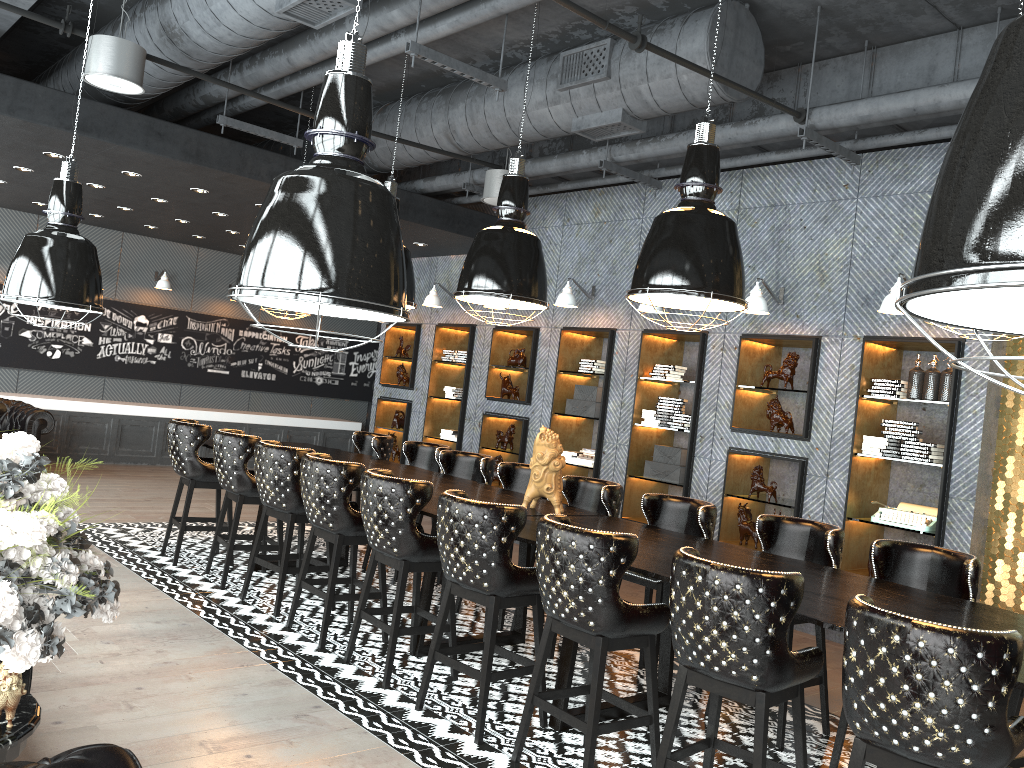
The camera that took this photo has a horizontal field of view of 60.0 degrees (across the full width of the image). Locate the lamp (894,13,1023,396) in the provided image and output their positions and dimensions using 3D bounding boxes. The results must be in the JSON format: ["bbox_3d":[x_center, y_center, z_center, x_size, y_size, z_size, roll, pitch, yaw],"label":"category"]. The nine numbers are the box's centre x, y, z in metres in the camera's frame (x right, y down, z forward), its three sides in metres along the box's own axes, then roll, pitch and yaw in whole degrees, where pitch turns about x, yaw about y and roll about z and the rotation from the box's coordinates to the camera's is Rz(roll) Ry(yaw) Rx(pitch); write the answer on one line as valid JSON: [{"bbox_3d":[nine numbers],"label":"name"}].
[{"bbox_3d":[0.675,-1.042,0.828,0.391,2.154,0.391,7,-1,4],"label":"lamp"}]

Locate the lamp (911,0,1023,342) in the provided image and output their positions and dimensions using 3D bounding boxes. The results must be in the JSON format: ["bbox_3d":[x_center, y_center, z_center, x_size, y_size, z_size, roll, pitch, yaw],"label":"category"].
[{"bbox_3d":[1.966,-1.320,3.456,0.621,2.303,0.621,7,-1,4],"label":"lamp"}]

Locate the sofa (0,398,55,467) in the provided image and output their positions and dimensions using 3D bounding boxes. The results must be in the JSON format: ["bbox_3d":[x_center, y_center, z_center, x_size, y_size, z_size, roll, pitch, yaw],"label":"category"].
[{"bbox_3d":[-6.711,0.520,10.009,2.564,0.838,1.240,7,-1,-42],"label":"sofa"}]

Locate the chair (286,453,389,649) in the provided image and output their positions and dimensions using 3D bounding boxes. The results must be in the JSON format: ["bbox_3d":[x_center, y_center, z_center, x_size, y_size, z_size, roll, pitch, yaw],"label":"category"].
[{"bbox_3d":[-1.068,0.999,5.461,0.568,1.092,0.504,7,-1,-39],"label":"chair"}]

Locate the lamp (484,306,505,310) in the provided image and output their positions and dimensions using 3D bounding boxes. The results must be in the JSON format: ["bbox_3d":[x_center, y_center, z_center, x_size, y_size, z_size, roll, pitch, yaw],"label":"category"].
[{"bbox_3d":[-0.063,-0.954,9.691,0.489,0.287,0.244,7,-1,-25],"label":"lamp"}]

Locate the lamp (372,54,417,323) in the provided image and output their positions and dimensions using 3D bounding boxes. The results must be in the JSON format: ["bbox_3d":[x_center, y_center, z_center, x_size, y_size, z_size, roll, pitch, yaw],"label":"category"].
[{"bbox_3d":[-0.912,-1.621,6.747,0.621,2.303,0.621,7,-1,4],"label":"lamp"}]

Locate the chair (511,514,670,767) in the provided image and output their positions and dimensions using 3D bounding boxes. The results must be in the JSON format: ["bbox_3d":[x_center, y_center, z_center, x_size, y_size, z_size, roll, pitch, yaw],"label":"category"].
[{"bbox_3d":[0.334,1.146,3.843,0.568,1.092,0.504,7,-1,-38],"label":"chair"}]

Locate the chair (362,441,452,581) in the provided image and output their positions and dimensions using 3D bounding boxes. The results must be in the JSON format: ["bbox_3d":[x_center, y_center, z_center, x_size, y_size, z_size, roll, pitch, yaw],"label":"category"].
[{"bbox_3d":[-0.847,1.046,7.511,0.568,1.092,0.504,8,-1,-45],"label":"chair"}]

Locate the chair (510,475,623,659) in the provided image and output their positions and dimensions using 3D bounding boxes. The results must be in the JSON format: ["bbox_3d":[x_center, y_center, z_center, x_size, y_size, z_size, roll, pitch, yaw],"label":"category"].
[{"bbox_3d":[0.395,1.174,5.851,0.568,1.092,0.504,7,-1,-33],"label":"chair"}]

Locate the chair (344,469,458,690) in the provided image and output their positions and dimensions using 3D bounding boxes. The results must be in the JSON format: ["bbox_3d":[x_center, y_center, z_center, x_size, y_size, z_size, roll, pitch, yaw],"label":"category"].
[{"bbox_3d":[-0.609,1.047,4.920,0.568,1.092,0.504,7,-1,-37],"label":"chair"}]

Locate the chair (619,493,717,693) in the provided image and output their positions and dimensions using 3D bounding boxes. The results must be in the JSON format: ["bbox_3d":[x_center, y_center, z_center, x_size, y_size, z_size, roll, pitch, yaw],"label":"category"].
[{"bbox_3d":[0.880,1.224,5.265,0.568,1.092,0.504,8,-1,-40],"label":"chair"}]

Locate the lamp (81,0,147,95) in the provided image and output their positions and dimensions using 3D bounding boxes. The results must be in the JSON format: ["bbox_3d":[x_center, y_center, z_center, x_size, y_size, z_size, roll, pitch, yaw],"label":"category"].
[{"bbox_3d":[-2.525,-2.452,5.759,0.380,1.046,0.381,6,-1,17],"label":"lamp"}]

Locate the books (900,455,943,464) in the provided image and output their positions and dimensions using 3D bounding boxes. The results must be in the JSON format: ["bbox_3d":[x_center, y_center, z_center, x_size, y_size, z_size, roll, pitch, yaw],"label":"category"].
[{"bbox_3d":[3.038,0.558,6.564,0.193,0.028,0.245,7,-1,-40],"label":"books"}]

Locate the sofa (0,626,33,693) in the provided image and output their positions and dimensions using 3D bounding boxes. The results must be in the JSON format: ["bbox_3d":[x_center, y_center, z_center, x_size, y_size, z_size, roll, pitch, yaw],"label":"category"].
[{"bbox_3d":[-2.670,0.920,3.097,1.238,0.838,2.567,7,-1,-42],"label":"sofa"}]

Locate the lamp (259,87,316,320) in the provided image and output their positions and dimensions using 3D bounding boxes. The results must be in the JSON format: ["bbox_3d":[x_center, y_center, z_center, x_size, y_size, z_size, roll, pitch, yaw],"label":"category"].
[{"bbox_3d":[-1.871,-1.722,7.845,0.621,2.303,0.621,7,-1,4],"label":"lamp"}]

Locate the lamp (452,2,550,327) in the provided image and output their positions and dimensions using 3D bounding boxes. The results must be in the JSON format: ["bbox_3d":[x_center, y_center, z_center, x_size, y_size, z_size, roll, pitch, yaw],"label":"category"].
[{"bbox_3d":[0.048,-1.521,5.650,0.621,2.303,0.621,7,-1,4],"label":"lamp"}]

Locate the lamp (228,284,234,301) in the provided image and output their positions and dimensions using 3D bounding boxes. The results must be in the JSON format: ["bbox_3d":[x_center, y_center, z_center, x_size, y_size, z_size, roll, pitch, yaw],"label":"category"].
[{"bbox_3d":[-4.274,-1.431,13.836,0.243,0.287,0.490,7,-1,-25],"label":"lamp"}]

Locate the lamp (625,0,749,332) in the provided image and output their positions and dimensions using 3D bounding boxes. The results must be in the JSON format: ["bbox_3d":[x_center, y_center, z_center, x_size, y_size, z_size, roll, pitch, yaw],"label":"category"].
[{"bbox_3d":[1.007,-1.420,4.553,0.621,2.303,0.621,7,-1,4],"label":"lamp"}]

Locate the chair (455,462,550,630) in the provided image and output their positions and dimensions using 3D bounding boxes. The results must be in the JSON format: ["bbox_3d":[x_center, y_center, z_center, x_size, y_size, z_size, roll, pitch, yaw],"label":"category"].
[{"bbox_3d":[-0.004,1.133,6.404,0.504,1.092,0.568,6,-1,44],"label":"chair"}]

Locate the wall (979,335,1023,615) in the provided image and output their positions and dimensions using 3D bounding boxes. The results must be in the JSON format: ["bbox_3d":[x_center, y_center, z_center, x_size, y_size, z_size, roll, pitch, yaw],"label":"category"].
[{"bbox_3d":[4.217,-0.003,5.521,0.024,4.383,2.446,8,-1,-41],"label":"wall"}]

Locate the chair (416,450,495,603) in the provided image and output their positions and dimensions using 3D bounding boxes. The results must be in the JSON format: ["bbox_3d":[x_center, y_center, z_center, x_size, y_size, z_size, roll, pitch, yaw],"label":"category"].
[{"bbox_3d":[-0.467,1.084,6.933,0.504,1.092,0.568,6,-1,39],"label":"chair"}]

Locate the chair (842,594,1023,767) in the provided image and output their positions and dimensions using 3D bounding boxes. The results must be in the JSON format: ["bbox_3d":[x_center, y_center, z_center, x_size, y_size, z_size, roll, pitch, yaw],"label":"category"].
[{"bbox_3d":[1.272,1.244,2.761,0.504,1.092,0.568,6,-1,41],"label":"chair"}]

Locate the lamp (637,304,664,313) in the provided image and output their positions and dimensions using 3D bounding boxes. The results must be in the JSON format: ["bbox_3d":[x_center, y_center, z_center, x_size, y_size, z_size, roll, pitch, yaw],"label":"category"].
[{"bbox_3d":[1.372,-0.785,8.047,0.489,0.287,0.244,7,-1,-25],"label":"lamp"}]

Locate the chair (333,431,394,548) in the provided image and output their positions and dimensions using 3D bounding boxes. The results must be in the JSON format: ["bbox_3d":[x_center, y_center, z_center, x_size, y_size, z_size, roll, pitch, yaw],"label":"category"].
[{"bbox_3d":[-1.413,0.985,8.001,0.568,1.092,0.504,7,-1,-33],"label":"chair"}]

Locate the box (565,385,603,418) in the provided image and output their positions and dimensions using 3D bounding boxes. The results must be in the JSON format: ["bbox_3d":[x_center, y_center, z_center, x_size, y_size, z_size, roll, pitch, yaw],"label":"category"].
[{"bbox_3d":[0.780,0.177,9.163,0.298,0.316,0.419,7,-1,-41],"label":"box"}]

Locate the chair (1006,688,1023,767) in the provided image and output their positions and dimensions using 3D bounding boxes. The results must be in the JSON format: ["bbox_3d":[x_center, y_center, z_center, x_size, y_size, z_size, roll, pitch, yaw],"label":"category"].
[{"bbox_3d":[2.371,1.382,3.697,0.568,1.092,0.504,7,-1,-32],"label":"chair"}]

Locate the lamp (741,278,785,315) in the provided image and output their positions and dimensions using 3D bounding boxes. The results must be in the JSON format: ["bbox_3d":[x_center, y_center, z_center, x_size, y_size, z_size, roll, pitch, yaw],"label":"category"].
[{"bbox_3d":[2.087,-0.708,7.229,0.489,0.287,0.244,7,-1,-25],"label":"lamp"}]

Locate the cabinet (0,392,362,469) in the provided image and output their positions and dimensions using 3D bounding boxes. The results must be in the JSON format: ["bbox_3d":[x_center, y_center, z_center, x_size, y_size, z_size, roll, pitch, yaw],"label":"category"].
[{"bbox_3d":[-4.151,0.830,10.310,8.414,0.827,6.314,7,-1,-41],"label":"cabinet"}]

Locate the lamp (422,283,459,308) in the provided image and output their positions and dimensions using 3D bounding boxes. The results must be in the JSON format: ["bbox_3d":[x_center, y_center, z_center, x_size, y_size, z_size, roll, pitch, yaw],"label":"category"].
[{"bbox_3d":[-0.819,-1.051,10.558,0.489,0.287,0.244,7,-1,-25],"label":"lamp"}]

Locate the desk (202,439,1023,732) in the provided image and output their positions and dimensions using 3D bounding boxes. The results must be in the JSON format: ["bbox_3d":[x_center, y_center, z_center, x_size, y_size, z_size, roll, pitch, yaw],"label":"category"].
[{"bbox_3d":[0.089,1.225,5.144,1.432,0.927,7.598,7,-1,-41],"label":"desk"}]

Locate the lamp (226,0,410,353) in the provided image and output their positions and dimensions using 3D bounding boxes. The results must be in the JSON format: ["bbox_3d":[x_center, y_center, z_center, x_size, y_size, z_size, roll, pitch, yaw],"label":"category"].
[{"bbox_3d":[-0.301,-1.149,1.945,0.391,2.161,0.391,7,-1,4],"label":"lamp"}]

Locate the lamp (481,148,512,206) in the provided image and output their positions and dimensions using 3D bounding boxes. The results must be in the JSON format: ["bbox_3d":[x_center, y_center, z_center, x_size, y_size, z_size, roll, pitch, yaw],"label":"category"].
[{"bbox_3d":[-0.033,-2.139,7.965,0.380,1.046,0.382,7,-1,-15],"label":"lamp"}]

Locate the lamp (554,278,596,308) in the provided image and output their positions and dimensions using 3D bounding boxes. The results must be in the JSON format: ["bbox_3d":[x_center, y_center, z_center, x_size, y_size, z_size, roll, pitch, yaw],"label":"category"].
[{"bbox_3d":[0.661,-0.904,8.867,0.489,0.287,0.244,7,-1,-25],"label":"lamp"}]

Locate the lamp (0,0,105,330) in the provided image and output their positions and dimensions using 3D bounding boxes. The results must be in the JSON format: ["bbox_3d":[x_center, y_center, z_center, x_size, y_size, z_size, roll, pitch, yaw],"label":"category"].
[{"bbox_3d":[-1.731,-1.298,3.581,0.391,2.161,0.391,7,-1,4],"label":"lamp"}]

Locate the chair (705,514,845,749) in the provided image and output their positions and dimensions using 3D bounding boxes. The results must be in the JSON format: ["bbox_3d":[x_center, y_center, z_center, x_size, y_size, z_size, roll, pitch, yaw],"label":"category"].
[{"bbox_3d":[1.458,1.287,4.801,0.568,1.092,0.504,8,-1,-40],"label":"chair"}]

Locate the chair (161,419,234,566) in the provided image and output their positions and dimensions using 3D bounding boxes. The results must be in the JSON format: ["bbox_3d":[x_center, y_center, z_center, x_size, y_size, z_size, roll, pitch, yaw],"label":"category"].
[{"bbox_3d":[-2.498,0.849,7.054,0.568,1.092,0.504,7,-1,-32],"label":"chair"}]

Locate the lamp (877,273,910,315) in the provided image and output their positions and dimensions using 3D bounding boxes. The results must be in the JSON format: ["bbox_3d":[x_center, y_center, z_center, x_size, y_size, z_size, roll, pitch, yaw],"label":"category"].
[{"bbox_3d":[2.852,-0.638,6.355,0.489,0.287,0.244,7,-1,-25],"label":"lamp"}]

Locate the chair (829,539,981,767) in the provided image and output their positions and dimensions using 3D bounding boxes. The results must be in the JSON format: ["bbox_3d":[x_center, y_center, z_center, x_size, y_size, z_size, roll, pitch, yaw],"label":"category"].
[{"bbox_3d":[1.894,1.332,4.233,0.504,1.092,0.568,6,-1,41],"label":"chair"}]

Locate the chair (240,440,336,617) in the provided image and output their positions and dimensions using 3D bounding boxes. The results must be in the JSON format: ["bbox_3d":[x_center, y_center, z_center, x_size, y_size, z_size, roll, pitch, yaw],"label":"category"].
[{"bbox_3d":[-1.508,0.953,6.009,0.568,1.092,0.504,8,-1,-45],"label":"chair"}]

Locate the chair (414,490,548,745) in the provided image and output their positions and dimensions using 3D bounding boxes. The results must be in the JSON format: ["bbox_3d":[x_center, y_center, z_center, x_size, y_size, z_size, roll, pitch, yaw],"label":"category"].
[{"bbox_3d":[-0.137,1.096,4.342,0.568,1.092,0.504,8,-1,-44],"label":"chair"}]

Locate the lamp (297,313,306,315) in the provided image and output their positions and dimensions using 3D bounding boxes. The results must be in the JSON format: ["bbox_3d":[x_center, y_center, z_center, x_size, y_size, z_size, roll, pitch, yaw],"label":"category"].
[{"bbox_3d":[-3.443,-1.289,14.574,0.243,0.287,0.490,7,-1,-25],"label":"lamp"}]

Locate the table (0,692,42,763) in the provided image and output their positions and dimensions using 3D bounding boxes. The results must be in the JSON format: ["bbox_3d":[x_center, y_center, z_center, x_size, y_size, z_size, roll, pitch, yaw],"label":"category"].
[{"bbox_3d":[-1.433,1.111,2.010,0.572,0.726,0.572,6,-1,12],"label":"table"}]

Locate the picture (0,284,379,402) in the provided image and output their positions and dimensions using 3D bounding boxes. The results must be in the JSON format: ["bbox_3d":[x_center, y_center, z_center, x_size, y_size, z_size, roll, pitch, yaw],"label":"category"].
[{"bbox_3d":[-4.498,-0.489,14.098,12.457,1.103,0.200,7,-1,-41],"label":"picture"}]

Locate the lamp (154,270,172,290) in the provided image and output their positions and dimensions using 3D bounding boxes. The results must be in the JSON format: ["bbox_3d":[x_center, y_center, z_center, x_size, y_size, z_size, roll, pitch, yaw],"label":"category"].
[{"bbox_3d":[-5.133,-1.539,13.075,0.243,0.287,0.490,7,-1,-25],"label":"lamp"}]

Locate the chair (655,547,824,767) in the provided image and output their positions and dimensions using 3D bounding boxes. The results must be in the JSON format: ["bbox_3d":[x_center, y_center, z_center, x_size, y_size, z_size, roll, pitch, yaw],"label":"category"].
[{"bbox_3d":[0.828,1.198,3.343,0.504,1.092,0.568,6,-1,43],"label":"chair"}]

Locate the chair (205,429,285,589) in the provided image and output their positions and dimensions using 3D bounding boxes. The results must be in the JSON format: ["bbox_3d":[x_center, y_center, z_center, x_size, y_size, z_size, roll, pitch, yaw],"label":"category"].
[{"bbox_3d":[-1.970,0.905,6.554,0.568,1.092,0.504,7,-1,-32],"label":"chair"}]

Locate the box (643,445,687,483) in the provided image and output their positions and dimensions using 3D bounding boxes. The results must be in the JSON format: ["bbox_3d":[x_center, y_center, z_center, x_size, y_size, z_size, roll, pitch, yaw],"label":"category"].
[{"bbox_3d":[1.466,0.746,8.321,0.322,0.316,0.419,7,-1,-41],"label":"box"}]

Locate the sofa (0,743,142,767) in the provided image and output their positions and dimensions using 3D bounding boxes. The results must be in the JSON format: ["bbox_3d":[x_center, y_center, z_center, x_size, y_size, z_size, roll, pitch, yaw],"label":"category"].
[{"bbox_3d":[-0.520,1.145,0.638,1.238,0.838,2.567,7,-1,-42],"label":"sofa"}]
